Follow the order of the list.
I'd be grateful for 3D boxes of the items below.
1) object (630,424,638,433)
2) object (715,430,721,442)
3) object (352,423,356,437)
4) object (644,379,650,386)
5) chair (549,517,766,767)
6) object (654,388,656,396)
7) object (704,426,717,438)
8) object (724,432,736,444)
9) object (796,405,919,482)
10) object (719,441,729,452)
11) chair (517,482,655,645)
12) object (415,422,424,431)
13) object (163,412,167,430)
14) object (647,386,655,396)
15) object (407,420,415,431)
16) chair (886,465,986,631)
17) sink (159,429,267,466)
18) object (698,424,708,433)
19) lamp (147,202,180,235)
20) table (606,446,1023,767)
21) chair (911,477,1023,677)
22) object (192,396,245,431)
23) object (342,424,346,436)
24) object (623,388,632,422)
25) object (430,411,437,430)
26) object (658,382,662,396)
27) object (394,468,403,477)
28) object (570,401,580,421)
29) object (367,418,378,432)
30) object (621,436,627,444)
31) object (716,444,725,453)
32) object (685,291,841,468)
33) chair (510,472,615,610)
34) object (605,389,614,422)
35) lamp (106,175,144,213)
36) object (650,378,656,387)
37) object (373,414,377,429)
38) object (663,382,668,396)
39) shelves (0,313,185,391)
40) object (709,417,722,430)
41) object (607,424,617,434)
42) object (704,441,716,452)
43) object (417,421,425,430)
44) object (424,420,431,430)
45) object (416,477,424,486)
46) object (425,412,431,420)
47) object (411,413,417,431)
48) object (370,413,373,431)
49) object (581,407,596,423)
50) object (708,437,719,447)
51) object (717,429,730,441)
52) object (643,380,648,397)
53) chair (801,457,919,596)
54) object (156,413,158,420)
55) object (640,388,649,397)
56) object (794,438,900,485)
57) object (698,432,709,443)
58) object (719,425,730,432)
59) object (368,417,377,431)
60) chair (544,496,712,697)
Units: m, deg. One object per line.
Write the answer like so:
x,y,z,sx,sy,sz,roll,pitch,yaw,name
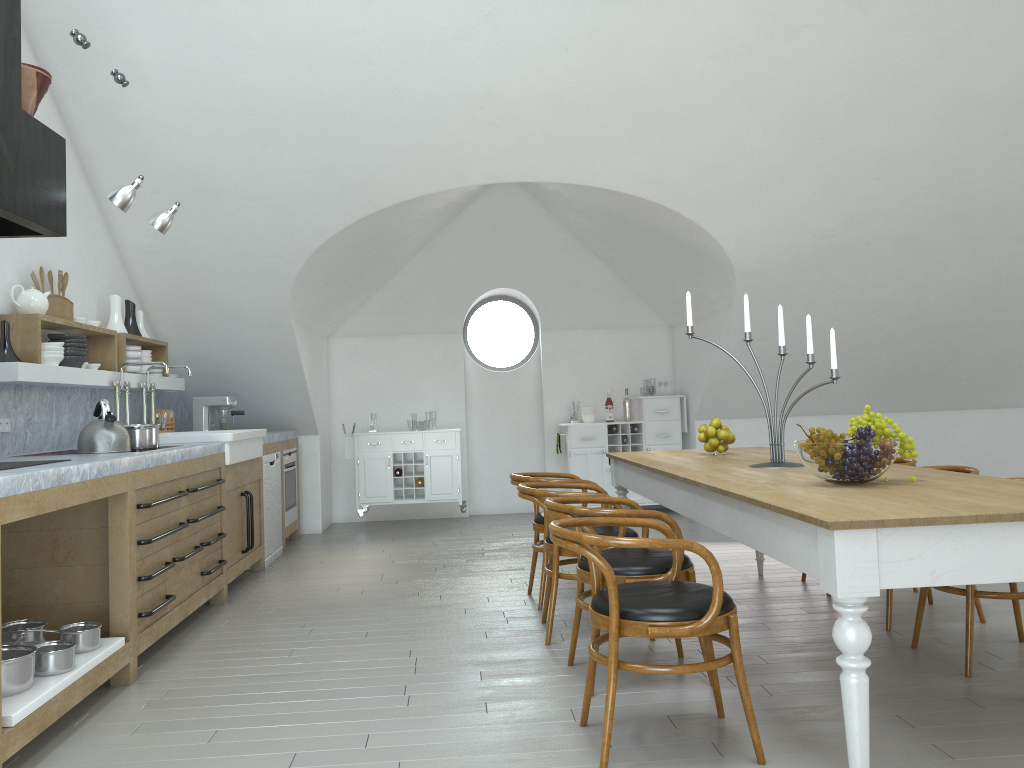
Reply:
1.201,0.446,8.836,0.087,0.085,0.359,-2,-1,-4,object
1.173,0.304,5.102,0.076,0.076,0.077,0,-3,-37,object
-1.518,0.509,8.425,0.088,0.269,0.029,-3,-3,23,object
1.378,0.041,9.016,0.054,0.179,0.054,-2,-3,-10,object
0.443,0.818,2.927,0.621,0.736,0.526,-2,-2,-4,chair
1.405,0.084,8.885,0.077,0.085,0.077,-2,-2,4,object
1.118,0.272,4.998,0.066,0.071,0.072,-1,-3,-35,object
1.228,0.306,5.010,0.071,0.072,0.070,0,-3,-39,object
1.231,0.219,3.183,0.394,0.285,0.292,-1,-3,-40,object
1.204,0.357,5.057,0.063,0.063,0.064,-2,-2,7,object
0.346,0.854,4.375,0.621,0.736,0.526,-2,-2,-1,chair
-0.887,0.409,8.518,0.077,0.085,0.077,-1,-2,-16,object
-2.582,0.306,6.591,0.042,0.193,0.040,-4,-3,33,object
1.381,0.073,8.802,0.081,0.105,0.082,-4,-3,34,object
-0.964,0.401,8.477,0.082,0.105,0.081,-2,-2,9,object
2.026,0.794,4.441,0.621,0.736,0.526,-2,-2,-9,chair
-2.099,0.424,5.889,0.727,0.202,1.019,-2,-1,-4,sink
1.097,0.259,5.083,0.062,0.060,0.062,-2,-2,-3,object
-1.844,-0.877,4.701,0.169,0.176,0.112,-2,-3,-12,lamp
1.230,0.777,3.976,1.018,0.800,3.344,-2,-1,-4,table
2.059,0.776,3.715,0.621,0.736,0.526,-2,-2,-4,chair
-2.371,0.263,7.240,0.386,0.321,0.324,-2,-2,-4,object
-1.572,0.511,8.421,0.088,0.269,0.029,0,-3,-31,object
1.154,0.210,8.881,0.085,0.331,0.085,1,-4,-45,object
-0.758,0.355,8.603,0.063,0.187,0.063,-1,-3,-19,object
1.486,0.050,8.887,0.046,0.143,0.046,-2,-3,7,object
-1.078,0.841,8.441,0.082,0.085,0.317,-2,-1,-3,object
0.646,0.273,9.049,0.115,0.209,0.065,-2,-3,-2,object
-1.366,0.408,8.685,0.101,0.138,0.066,-2,-3,-4,object
1.098,0.557,8.838,0.085,0.085,0.330,-2,-1,-4,object
1.174,0.364,4.994,0.050,0.050,0.051,-2,-2,0,object
1.178,-0.052,4.186,0.265,0.876,0.774,0,-3,-30,object
0.308,0.871,5.096,0.621,0.736,0.526,-2,-2,-7,chair
0.974,0.218,8.875,0.081,0.330,0.081,-2,-3,-8,object
-1.809,-0.887,4.125,0.164,0.178,0.115,-3,-3,14,lamp
1.438,0.035,9.038,0.063,0.187,0.063,-1,-3,-18,object
-1.344,0.373,8.678,0.039,0.164,0.024,-3,-3,9,object
1.549,0.048,8.924,0.046,0.143,0.046,-2,-3,7,object
-2.425,-0.697,4.364,0.480,1.363,5.542,-2,-1,-9,shelves
1.155,0.224,5.031,0.072,0.074,0.072,-2,-2,-4,object
0.994,0.450,8.831,0.092,0.094,0.358,-2,-1,-3,object
1.131,0.352,5.046,0.078,0.074,0.080,-4,-3,41,object
-0.890,0.407,8.610,0.094,0.093,0.093,-1,-2,-16,object
-0.815,0.401,8.558,0.071,0.099,0.071,-3,-3,19,object
-0.878,0.938,8.487,0.082,0.083,0.316,-2,-1,-4,object
-0.816,0.362,8.630,0.054,0.179,0.054,-1,-3,-27,object
-0.943,0.370,8.557,0.048,0.169,0.048,-1,-3,-16,object
-1.377,0.373,8.691,0.039,0.175,0.054,-2,-3,-4,object
0.762,0.310,8.830,0.154,0.160,0.157,-3,-2,24,object
1.131,0.326,4.974,0.059,0.056,0.059,-2,-2,-9,object
1.184,0.286,4.967,0.071,0.064,0.072,-2,-2,-11,object
1.339,0.044,8.875,0.048,0.169,0.048,-4,-3,29,object
2.046,0.809,5.166,0.621,0.736,0.526,-2,-2,-1,chair
-2.631,0.308,6.587,0.042,0.193,0.040,-4,-3,34,object
1.339,0.084,8.948,0.093,0.093,0.094,-3,-2,29,object
1.207,0.283,3.193,0.360,0.160,0.359,-1,-2,-24,object
1.089,0.303,5.047,0.062,0.059,0.062,-2,-2,0,object
1.209,0.262,5.040,0.058,0.057,0.053,-2,-2,11,object
-1.365,0.388,8.693,0.097,0.137,0.029,-2,-3,-1,object
0.455,0.834,3.653,0.621,0.736,0.526,-2,-2,-7,chair
